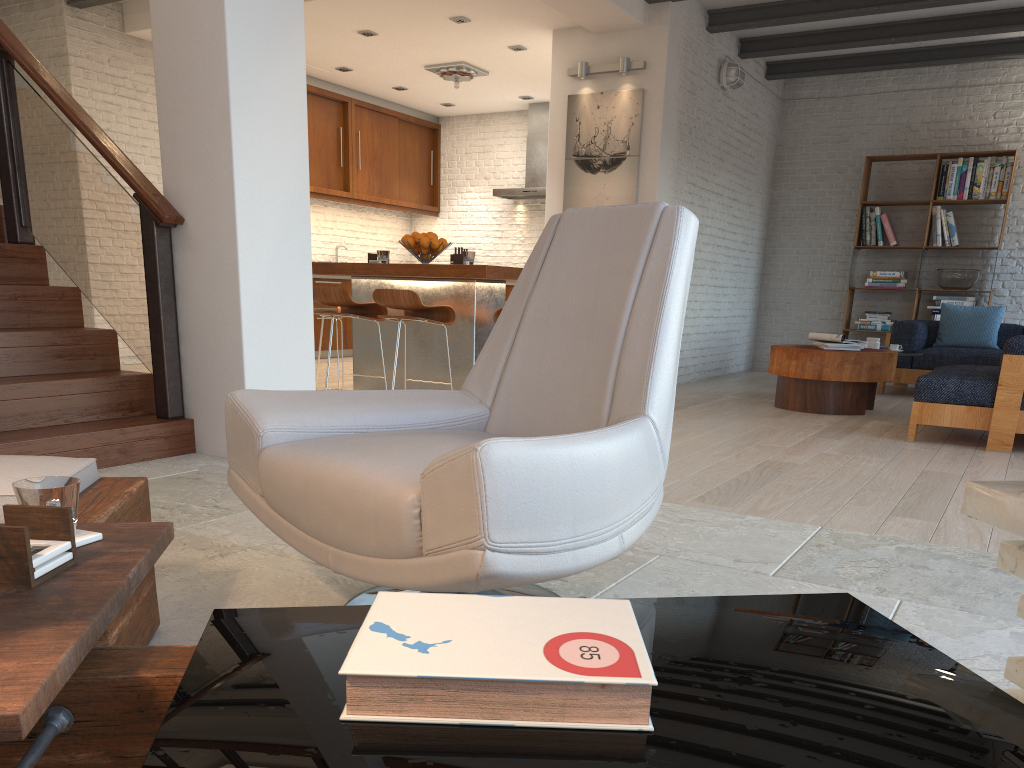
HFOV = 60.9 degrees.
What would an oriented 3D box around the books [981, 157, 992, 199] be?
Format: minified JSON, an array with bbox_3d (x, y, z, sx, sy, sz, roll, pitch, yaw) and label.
[{"bbox_3d":[4.563,-1.960,8.377,0.036,0.398,0.237,11,16,30],"label":"books"}]

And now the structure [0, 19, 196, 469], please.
[{"bbox_3d":[-1.485,-1.846,4.239,10.035,4.299,13.530,6,8,30],"label":"structure"}]

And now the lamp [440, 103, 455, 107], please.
[{"bbox_3d":[-0.735,-3.221,9.999,0.122,0.057,0.121,6,9,30],"label":"lamp"}]

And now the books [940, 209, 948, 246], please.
[{"bbox_3d":[4.292,-1.533,8.630,0.123,0.362,0.264,10,15,30],"label":"books"}]

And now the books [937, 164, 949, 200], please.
[{"bbox_3d":[4.243,-1.962,8.560,0.055,0.342,0.248,11,15,30],"label":"books"}]

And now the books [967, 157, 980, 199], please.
[{"bbox_3d":[4.458,-1.968,8.421,0.036,0.398,0.237,11,16,30],"label":"books"}]

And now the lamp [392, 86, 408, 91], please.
[{"bbox_3d":[-1.188,-3.158,9.259,0.122,0.057,0.121,6,9,30],"label":"lamp"}]

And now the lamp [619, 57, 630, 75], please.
[{"bbox_3d":[0.868,-2.456,6.731,0.079,0.108,0.077,-6,14,-31],"label":"lamp"}]

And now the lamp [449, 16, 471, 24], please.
[{"bbox_3d":[-0.405,-2.873,6.832,0.122,0.057,0.121,6,9,30],"label":"lamp"}]

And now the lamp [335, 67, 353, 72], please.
[{"bbox_3d":[-1.642,-3.094,8.519,0.122,0.057,0.121,6,9,30],"label":"lamp"}]

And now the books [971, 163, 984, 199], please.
[{"bbox_3d":[4.490,-1.936,8.394,0.055,0.342,0.248,11,15,30],"label":"books"}]

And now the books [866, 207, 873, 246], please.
[{"bbox_3d":[3.682,-1.611,8.975,0.090,0.399,0.237,11,16,30],"label":"books"}]

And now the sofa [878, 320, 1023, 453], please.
[{"bbox_3d":[3.708,-0.096,6.452,2.055,0.686,3.858,6,8,31],"label":"sofa"}]

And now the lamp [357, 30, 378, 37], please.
[{"bbox_3d":[-1.204,-2.948,7.279,0.122,0.057,0.121,6,9,30],"label":"lamp"}]

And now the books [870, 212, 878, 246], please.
[{"bbox_3d":[3.735,-1.583,8.973,0.101,0.347,0.248,11,15,30],"label":"books"}]

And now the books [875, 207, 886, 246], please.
[{"bbox_3d":[3.768,-1.600,8.914,0.119,0.396,0.237,11,16,30],"label":"books"}]

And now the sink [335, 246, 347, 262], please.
[{"bbox_3d":[-1.712,-1.386,10.243,0.510,0.445,0.838,8,10,30],"label":"sink"}]

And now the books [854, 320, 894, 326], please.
[{"bbox_3d":[3.813,-0.641,9.141,0.375,0.038,0.238,5,7,30],"label":"books"}]

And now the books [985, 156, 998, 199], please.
[{"bbox_3d":[4.588,-1.956,8.348,0.036,0.398,0.237,11,16,30],"label":"books"}]

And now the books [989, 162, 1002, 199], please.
[{"bbox_3d":[4.624,-1.924,8.329,0.055,0.342,0.248,11,15,30],"label":"books"}]

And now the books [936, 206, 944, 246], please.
[{"bbox_3d":[4.242,-1.554,8.643,0.102,0.398,0.237,11,16,30],"label":"books"}]

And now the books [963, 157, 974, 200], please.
[{"bbox_3d":[4.421,-1.970,8.430,0.036,0.398,0.237,11,16,30],"label":"books"}]

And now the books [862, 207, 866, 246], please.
[{"bbox_3d":[3.646,-1.613,8.987,0.090,0.399,0.237,11,16,30],"label":"books"}]

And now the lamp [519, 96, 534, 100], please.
[{"bbox_3d":[0.157,-3.138,9.500,0.122,0.057,0.121,6,9,30],"label":"lamp"}]

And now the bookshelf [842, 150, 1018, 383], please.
[{"bbox_3d":[4.139,-1.122,8.803,1.301,2.288,0.354,9,17,28],"label":"bookshelf"}]

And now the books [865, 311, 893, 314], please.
[{"bbox_3d":[3.832,-0.746,9.103,0.249,0.018,0.158,5,7,30],"label":"books"}]

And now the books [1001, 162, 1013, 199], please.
[{"bbox_3d":[4.719,-1.918,8.300,0.055,0.342,0.248,11,15,30],"label":"books"}]

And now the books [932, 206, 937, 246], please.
[{"bbox_3d":[4.221,-1.559,8.680,0.100,0.399,0.237,11,16,30],"label":"books"}]

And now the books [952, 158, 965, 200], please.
[{"bbox_3d":[4.343,-1.978,8.480,0.036,0.398,0.237,11,16,30],"label":"books"}]

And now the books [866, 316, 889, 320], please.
[{"bbox_3d":[3.834,-0.694,9.130,0.203,0.035,0.129,6,8,30],"label":"books"}]

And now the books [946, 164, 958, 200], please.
[{"bbox_3d":[4.300,-1.954,8.507,0.055,0.342,0.248,11,15,30],"label":"books"}]

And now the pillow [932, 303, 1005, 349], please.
[{"bbox_3d":[4.177,-0.525,7.964,0.549,0.425,0.217,7,14,28],"label":"pillow"}]

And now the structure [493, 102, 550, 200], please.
[{"bbox_3d":[0.331,-2.653,9.930,0.974,1.031,0.444,8,15,29],"label":"structure"}]

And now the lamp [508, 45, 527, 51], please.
[{"bbox_3d":[0.049,-2.937,7.573,0.122,0.057,0.121,6,9,30],"label":"lamp"}]

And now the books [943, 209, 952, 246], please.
[{"bbox_3d":[4.316,-1.532,8.627,0.123,0.362,0.264,10,15,30],"label":"books"}]

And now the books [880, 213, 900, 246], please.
[{"bbox_3d":[3.858,-1.563,8.897,0.192,0.331,0.248,10,14,30],"label":"books"}]

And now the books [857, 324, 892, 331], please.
[{"bbox_3d":[3.825,-0.592,9.137,0.321,0.058,0.250,7,8,40],"label":"books"}]

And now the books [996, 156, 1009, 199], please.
[{"bbox_3d":[4.669,-1.948,8.303,0.036,0.398,0.237,11,16,30],"label":"books"}]

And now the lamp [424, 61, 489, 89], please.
[{"bbox_3d":[-0.532,-2.944,8.412,0.445,0.177,0.439,6,9,30],"label":"lamp"}]

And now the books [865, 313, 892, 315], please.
[{"bbox_3d":[3.836,-0.734,9.119,0.240,0.008,0.152,5,7,30],"label":"books"}]

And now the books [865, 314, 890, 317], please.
[{"bbox_3d":[3.833,-0.722,9.131,0.234,0.019,0.166,5,7,23],"label":"books"}]

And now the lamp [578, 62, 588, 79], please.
[{"bbox_3d":[0.562,-2.485,6.902,0.079,0.108,0.077,-6,14,-31],"label":"lamp"}]

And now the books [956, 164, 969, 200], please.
[{"bbox_3d":[4.390,-1.948,8.477,0.055,0.342,0.248,11,15,30],"label":"books"}]

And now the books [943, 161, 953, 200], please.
[{"bbox_3d":[4.276,-1.973,8.536,0.020,0.373,0.264,11,15,30],"label":"books"}]

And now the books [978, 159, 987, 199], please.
[{"bbox_3d":[4.531,-1.948,8.383,0.020,0.373,0.264,11,15,30],"label":"books"}]

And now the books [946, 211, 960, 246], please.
[{"bbox_3d":[4.349,-1.518,8.594,0.156,0.342,0.248,10,15,30],"label":"books"}]
